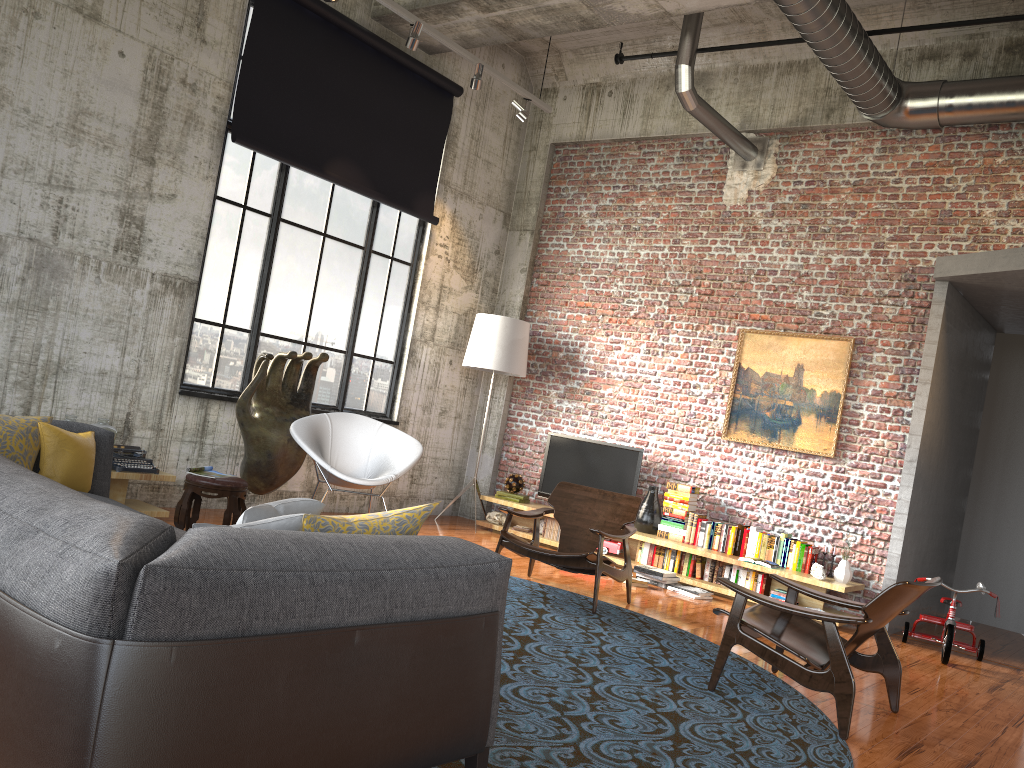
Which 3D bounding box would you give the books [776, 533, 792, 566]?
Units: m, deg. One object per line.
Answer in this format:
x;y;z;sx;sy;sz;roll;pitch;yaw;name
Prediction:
2.384;1.455;7.772;0.036;0.290;0.177;10;-1;38;books

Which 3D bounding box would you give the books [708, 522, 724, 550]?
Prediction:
1.869;1.392;8.129;0.034;0.253;0.183;10;-1;38;books

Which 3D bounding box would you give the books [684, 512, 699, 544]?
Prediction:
1.689;1.346;8.264;0.044;0.290;0.177;10;-1;38;books

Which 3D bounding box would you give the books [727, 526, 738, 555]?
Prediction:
2.019;1.414;8.005;0.034;0.253;0.183;10;-1;38;books

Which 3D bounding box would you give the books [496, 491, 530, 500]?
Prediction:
0.013;1.187;9.466;0.301;0.037;0.243;9;-2;18;books

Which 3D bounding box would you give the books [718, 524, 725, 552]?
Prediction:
1.940;1.403;8.071;0.032;0.250;0.160;10;-1;38;books

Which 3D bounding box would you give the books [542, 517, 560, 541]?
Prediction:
0.450;1.477;9.026;0.232;0.218;0.174;9;-1;38;books

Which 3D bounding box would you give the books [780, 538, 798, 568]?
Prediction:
2.417;1.475;7.741;0.060;0.259;0.180;10;-1;38;books

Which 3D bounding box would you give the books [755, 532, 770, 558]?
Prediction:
2.224;1.449;7.886;0.034;0.253;0.183;10;-1;38;books

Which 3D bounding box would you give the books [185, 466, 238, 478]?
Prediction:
-2.077;0.612;6.140;0.228;0.043;0.301;10;-2;12;books

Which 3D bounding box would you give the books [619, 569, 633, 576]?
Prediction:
0.847;1.659;8.034;0.301;0.049;0.421;12;-3;-37;books

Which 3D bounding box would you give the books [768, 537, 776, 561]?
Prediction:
2.323;1.471;7.818;0.045;0.240;0.175;10;-1;38;books

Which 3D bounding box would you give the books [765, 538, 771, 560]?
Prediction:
2.289;1.474;7.834;0.027;0.223;0.161;10;-1;38;books

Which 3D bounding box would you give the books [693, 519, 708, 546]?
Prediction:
1.749;1.375;8.223;0.026;0.250;0.160;10;-1;38;books

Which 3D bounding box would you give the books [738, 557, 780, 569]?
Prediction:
2.130;1.532;7.631;0.316;0.040;0.214;8;-3;38;books

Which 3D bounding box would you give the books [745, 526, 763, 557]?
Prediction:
2.170;1.423;7.937;0.053;0.290;0.177;10;-1;38;books

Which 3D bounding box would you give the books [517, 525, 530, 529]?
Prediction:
0.121;1.488;9.224;0.113;0.016;0.114;11;-2;-28;books

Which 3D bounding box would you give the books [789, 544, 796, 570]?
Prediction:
2.466;1.500;7.697;0.027;0.223;0.161;10;-1;38;books

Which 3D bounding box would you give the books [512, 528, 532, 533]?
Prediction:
0.105;1.523;9.242;0.211;0.020;0.163;10;-2;6;books

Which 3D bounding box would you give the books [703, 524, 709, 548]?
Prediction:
1.819;1.399;8.159;0.027;0.223;0.162;10;-1;38;books

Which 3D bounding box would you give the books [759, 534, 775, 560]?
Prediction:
2.260;1.458;7.861;0.057;0.246;0.171;10;-1;38;books

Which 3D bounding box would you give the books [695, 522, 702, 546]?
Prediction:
1.761;1.390;8.200;0.026;0.223;0.162;10;-1;38;books

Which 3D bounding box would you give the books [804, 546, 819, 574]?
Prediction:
2.577;1.513;7.620;0.037;0.231;0.168;10;-1;38;books

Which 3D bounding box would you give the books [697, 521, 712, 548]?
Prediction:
1.790;1.386;8.178;0.045;0.240;0.175;10;-1;38;books

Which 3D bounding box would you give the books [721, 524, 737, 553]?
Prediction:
1.968;1.403;8.053;0.034;0.259;0.181;10;-1;38;books

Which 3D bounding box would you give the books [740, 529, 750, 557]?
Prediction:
2.112;1.434;7.972;0.026;0.250;0.160;10;-1;38;books

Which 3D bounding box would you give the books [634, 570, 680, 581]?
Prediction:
1.278;1.681;7.806;0.263;0.028;0.319;12;-3;-42;books

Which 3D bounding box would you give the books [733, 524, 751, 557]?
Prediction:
2.089;1.414;8.012;0.065;0.284;0.198;10;-1;38;books

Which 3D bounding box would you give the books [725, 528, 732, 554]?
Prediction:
2.000;1.423;8.040;0.037;0.231;0.168;10;-1;38;books

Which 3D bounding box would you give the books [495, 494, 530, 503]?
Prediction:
0.007;1.223;9.466;0.301;0.037;0.244;9;-2;30;books

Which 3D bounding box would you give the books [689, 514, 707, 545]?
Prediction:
1.732;1.356;8.251;0.040;0.284;0.198;10;-1;38;books

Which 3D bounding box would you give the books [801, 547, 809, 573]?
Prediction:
2.545;1.512;7.631;0.026;0.223;0.161;10;-1;38;books

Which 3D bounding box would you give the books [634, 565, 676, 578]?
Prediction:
1.259;1.647;7.793;0.296;0.035;0.237;8;-3;40;books

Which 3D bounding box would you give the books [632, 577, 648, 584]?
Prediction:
1.055;1.675;7.580;0.189;0.022;0.133;10;-2;-1;books

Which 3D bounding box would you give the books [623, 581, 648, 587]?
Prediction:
1.055;1.702;7.578;0.182;0.030;0.128;11;-2;-30;books

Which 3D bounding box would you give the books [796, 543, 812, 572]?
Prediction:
2.526;1.501;7.661;0.045;0.240;0.175;10;-1;38;books

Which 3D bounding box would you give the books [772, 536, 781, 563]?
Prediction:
2.348;1.468;7.786;0.034;0.253;0.183;10;-1;38;books

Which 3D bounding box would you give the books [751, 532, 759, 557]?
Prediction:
2.200;1.446;7.910;0.034;0.253;0.183;10;-1;38;books

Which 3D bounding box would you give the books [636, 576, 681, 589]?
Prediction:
1.293;1.748;7.840;0.319;0.040;0.237;8;-3;40;books

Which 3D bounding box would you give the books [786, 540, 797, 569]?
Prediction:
2.448;1.484;7.712;0.026;0.250;0.160;10;-1;38;books

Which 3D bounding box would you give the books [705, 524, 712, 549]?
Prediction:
1.834;1.401;8.136;0.026;0.223;0.162;10;-1;38;books

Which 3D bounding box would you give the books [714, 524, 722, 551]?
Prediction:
1.913;1.401;8.089;0.032;0.246;0.171;10;-1;38;books

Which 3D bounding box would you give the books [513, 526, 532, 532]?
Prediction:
0.111;1.504;9.233;0.166;0.021;0.211;10;-2;13;books

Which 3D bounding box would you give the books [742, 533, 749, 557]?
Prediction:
2.128;1.450;7.954;0.026;0.223;0.161;10;-1;38;books

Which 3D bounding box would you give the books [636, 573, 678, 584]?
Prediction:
1.286;1.712;7.840;0.299;0.028;0.237;9;-3;36;books

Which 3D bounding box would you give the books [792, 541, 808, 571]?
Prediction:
2.497;1.490;7.685;0.034;0.253;0.183;10;-1;38;books

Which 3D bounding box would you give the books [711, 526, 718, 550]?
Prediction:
1.889;1.410;8.109;0.027;0.223;0.162;10;-1;38;books
